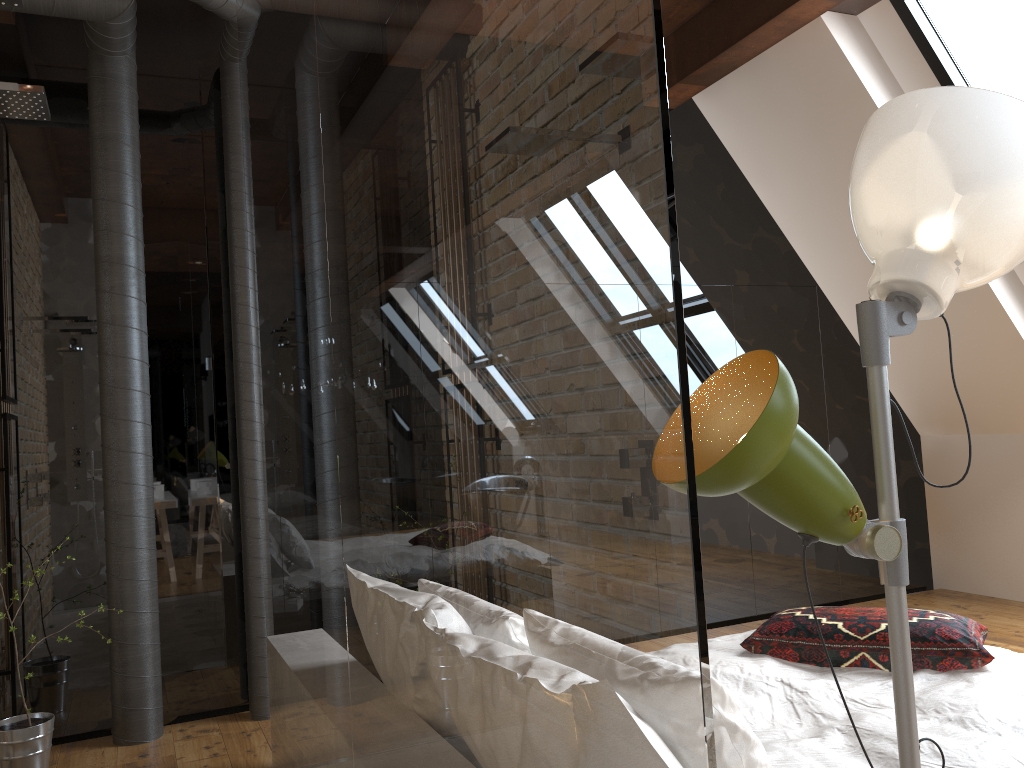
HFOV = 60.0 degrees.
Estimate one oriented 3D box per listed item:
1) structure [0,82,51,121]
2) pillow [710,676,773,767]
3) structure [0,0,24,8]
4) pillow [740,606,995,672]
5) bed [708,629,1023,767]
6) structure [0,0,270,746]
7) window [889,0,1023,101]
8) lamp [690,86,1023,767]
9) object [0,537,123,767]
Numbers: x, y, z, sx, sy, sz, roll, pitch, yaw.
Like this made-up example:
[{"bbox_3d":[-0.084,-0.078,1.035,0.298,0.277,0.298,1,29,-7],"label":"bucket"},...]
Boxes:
[{"bbox_3d":[-1.349,-0.707,2.087,0.453,0.079,0.192,-2,-3,-23],"label":"structure"},{"bbox_3d":[0.277,0.709,1.838,0.276,0.397,0.744,-2,-3,-24],"label":"pillow"},{"bbox_3d":[-1.103,-0.753,1.515,0.453,0.079,0.192,-2,-3,-23],"label":"structure"},{"bbox_3d":[1.190,0.839,2.980,0.748,0.157,0.453,-5,-3,27],"label":"pillow"},{"bbox_3d":[0.796,1.076,2.646,2.169,0.442,2.300,-2,-3,-23],"label":"bed"},{"bbox_3d":[-1.571,-0.076,3.582,1.189,3.140,0.829,-2,-3,-23],"label":"structure"},{"bbox_3d":[2.980,-1.002,3.778,1.702,2.162,1.713,-2,-3,-23],"label":"window"},{"bbox_3d":[0.465,0.439,1.005,0.561,1.582,0.270,-2,-3,-27],"label":"lamp"},{"bbox_3d":[-1.768,0.940,3.425,0.228,1.117,0.517,-6,-4,37],"label":"object"}]
